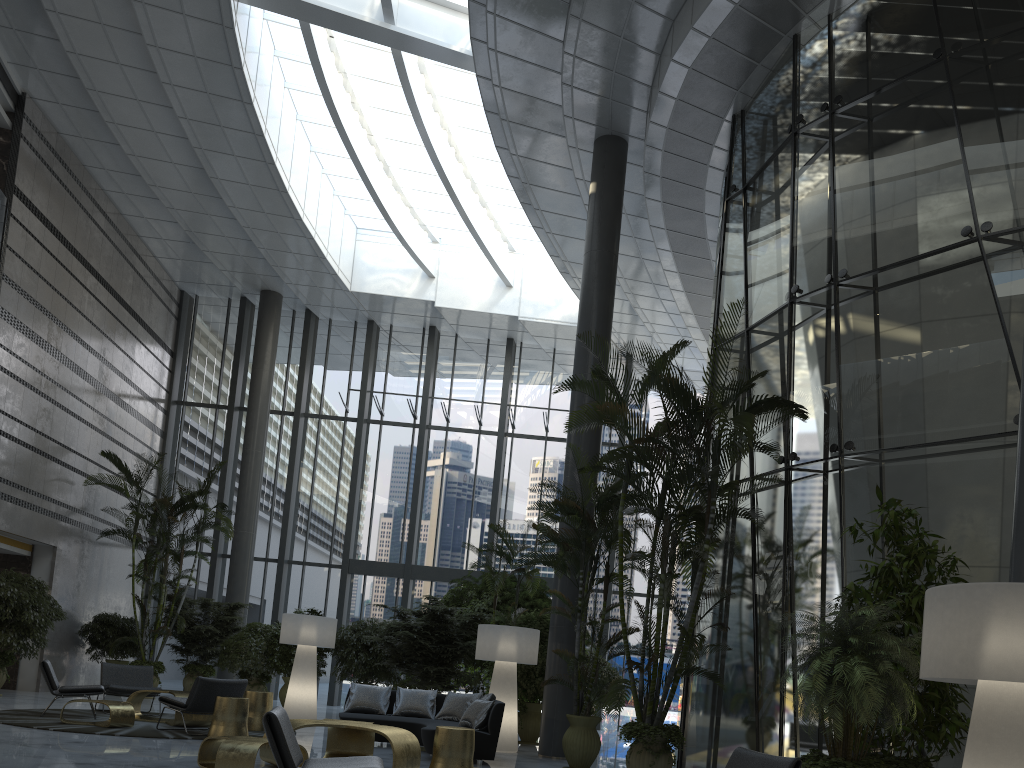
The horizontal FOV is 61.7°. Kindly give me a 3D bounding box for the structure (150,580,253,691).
[{"bbox_3d":[-6.090,5.012,16.728,1.909,2.227,1.890,8,-10,-16],"label":"structure"}]

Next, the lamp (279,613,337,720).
[{"bbox_3d":[-3.253,4.468,13.447,0.824,1.624,0.880,3,-7,17],"label":"lamp"}]

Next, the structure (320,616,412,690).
[{"bbox_3d":[-2.580,5.209,15.767,1.976,1.835,1.741,-2,-13,31],"label":"structure"}]

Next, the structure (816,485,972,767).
[{"bbox_3d":[2.869,2.081,6.329,1.180,2.640,1.042,9,-6,-27],"label":"structure"}]

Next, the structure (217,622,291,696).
[{"bbox_3d":[-4.751,5.258,16.080,1.507,1.561,1.582,12,-13,-32],"label":"structure"}]

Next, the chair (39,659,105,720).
[{"bbox_3d":[-5.427,3.756,10.547,0.756,0.649,0.728,11,-13,-25],"label":"chair"}]

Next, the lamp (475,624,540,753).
[{"bbox_3d":[-0.114,4.099,11.525,0.881,1.625,0.823,11,-9,-39],"label":"lamp"}]

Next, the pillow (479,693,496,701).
[{"bbox_3d":[-0.395,3.866,10.137,0.371,0.437,0.645,8,-14,-17],"label":"pillow"}]

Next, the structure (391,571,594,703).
[{"bbox_3d":[-0.341,4.931,15.927,3.730,2.868,3.348,3,-12,12],"label":"structure"}]

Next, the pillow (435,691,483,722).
[{"bbox_3d":[-0.674,4.058,10.783,0.616,0.401,0.305,-7,-15,41],"label":"pillow"}]

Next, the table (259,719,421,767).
[{"bbox_3d":[-1.592,3.429,8.140,1.472,0.409,1.321,7,-17,-6],"label":"table"}]

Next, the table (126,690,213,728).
[{"bbox_3d":[-4.166,4.182,11.063,1.340,0.383,1.271,-4,-20,28],"label":"table"}]

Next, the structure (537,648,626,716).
[{"bbox_3d":[1.108,5.087,14.006,1.507,1.561,1.582,12,-13,-32],"label":"structure"}]

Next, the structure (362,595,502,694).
[{"bbox_3d":[-1.413,4.587,14.272,2.275,2.257,2.394,8,-12,-13],"label":"structure"}]

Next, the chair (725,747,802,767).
[{"bbox_3d":[1.234,2.521,5.139,0.745,0.649,0.739,9,-13,-15],"label":"chair"}]

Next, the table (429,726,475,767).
[{"bbox_3d":[-0.534,3.363,7.763,0.445,0.482,0.457,6,-11,-5],"label":"table"}]

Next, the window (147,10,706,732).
[{"bbox_3d":[-2.786,-0.268,11.699,13.434,9.675,19.728,2,-16,13],"label":"window"}]

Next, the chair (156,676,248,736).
[{"bbox_3d":[-3.592,3.722,9.952,0.713,0.649,0.771,-3,-15,33],"label":"chair"}]

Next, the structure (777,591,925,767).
[{"bbox_3d":[2.233,2.267,5.667,1.004,1.721,0.924,8,-7,-18],"label":"structure"}]

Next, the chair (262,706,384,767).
[{"bbox_3d":[-1.131,2.302,5.131,0.740,0.649,0.745,8,-12,-11],"label":"chair"}]

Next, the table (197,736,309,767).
[{"bbox_3d":[-2.220,3.111,7.166,0.782,0.279,0.986,-4,-20,27],"label":"table"}]

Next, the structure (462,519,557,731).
[{"bbox_3d":[-0.099,3.611,12.701,1.443,3.365,1.227,7,-5,-15],"label":"structure"}]

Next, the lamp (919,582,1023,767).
[{"bbox_3d":[2.480,1.876,4.312,0.881,1.625,0.823,11,-9,-39],"label":"lamp"}]

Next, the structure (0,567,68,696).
[{"bbox_3d":[-7.765,3.758,13.034,1.600,1.912,2.152,0,-13,30],"label":"structure"}]

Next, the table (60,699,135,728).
[{"bbox_3d":[-4.751,3.778,9.847,0.776,0.261,0.873,13,-19,-24],"label":"table"}]

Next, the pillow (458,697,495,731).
[{"bbox_3d":[-0.391,3.760,9.758,0.285,0.357,0.571,10,-15,-25],"label":"pillow"}]

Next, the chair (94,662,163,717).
[{"bbox_3d":[-5.235,4.181,11.741,0.761,0.649,0.723,14,-15,-35],"label":"chair"}]

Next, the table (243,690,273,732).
[{"bbox_3d":[-3.291,4.213,11.058,0.451,0.482,0.452,8,-11,-13],"label":"table"}]

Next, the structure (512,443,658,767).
[{"bbox_3d":[0.865,2.631,9.954,1.687,3.624,2.066,7,-7,-15],"label":"structure"}]

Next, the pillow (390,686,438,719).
[{"bbox_3d":[-1.229,4.089,10.973,0.609,0.390,0.309,5,-9,2],"label":"pillow"}]

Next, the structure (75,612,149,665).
[{"bbox_3d":[-7.514,5.051,16.114,1.108,1.499,1.483,-2,-13,41],"label":"structure"}]

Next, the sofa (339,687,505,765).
[{"bbox_3d":[-1.142,4.045,10.225,1.942,0.678,2.083,7,-17,-6],"label":"sofa"}]

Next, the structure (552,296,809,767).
[{"bbox_3d":[1.454,1.652,8.292,2.506,4.527,2.545,8,-8,-19],"label":"structure"}]

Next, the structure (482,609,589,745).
[{"bbox_3d":[0.358,4.514,13.278,1.535,2.065,1.669,-3,-12,41],"label":"structure"}]

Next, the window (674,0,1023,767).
[{"bbox_3d":[4.405,1.870,13.038,4.227,7.680,16.103,5,-16,2],"label":"window"}]

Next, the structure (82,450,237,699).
[{"bbox_3d":[-6.461,3.460,15.716,2.517,4.528,2.531,5,-7,6],"label":"structure"}]

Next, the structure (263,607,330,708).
[{"bbox_3d":[-3.924,5.009,15.641,1.221,1.910,1.454,2,-10,25],"label":"structure"}]

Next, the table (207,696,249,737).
[{"bbox_3d":[-3.125,3.719,9.501,0.445,0.482,0.457,6,-11,-5],"label":"table"}]

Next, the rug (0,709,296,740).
[{"bbox_3d":[-4.530,4.239,10.708,3.716,0.018,3.551,17,-22,-31],"label":"rug"}]

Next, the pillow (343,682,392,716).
[{"bbox_3d":[-1.830,4.016,10.920,0.613,0.390,0.307,6,-9,-3],"label":"pillow"}]
